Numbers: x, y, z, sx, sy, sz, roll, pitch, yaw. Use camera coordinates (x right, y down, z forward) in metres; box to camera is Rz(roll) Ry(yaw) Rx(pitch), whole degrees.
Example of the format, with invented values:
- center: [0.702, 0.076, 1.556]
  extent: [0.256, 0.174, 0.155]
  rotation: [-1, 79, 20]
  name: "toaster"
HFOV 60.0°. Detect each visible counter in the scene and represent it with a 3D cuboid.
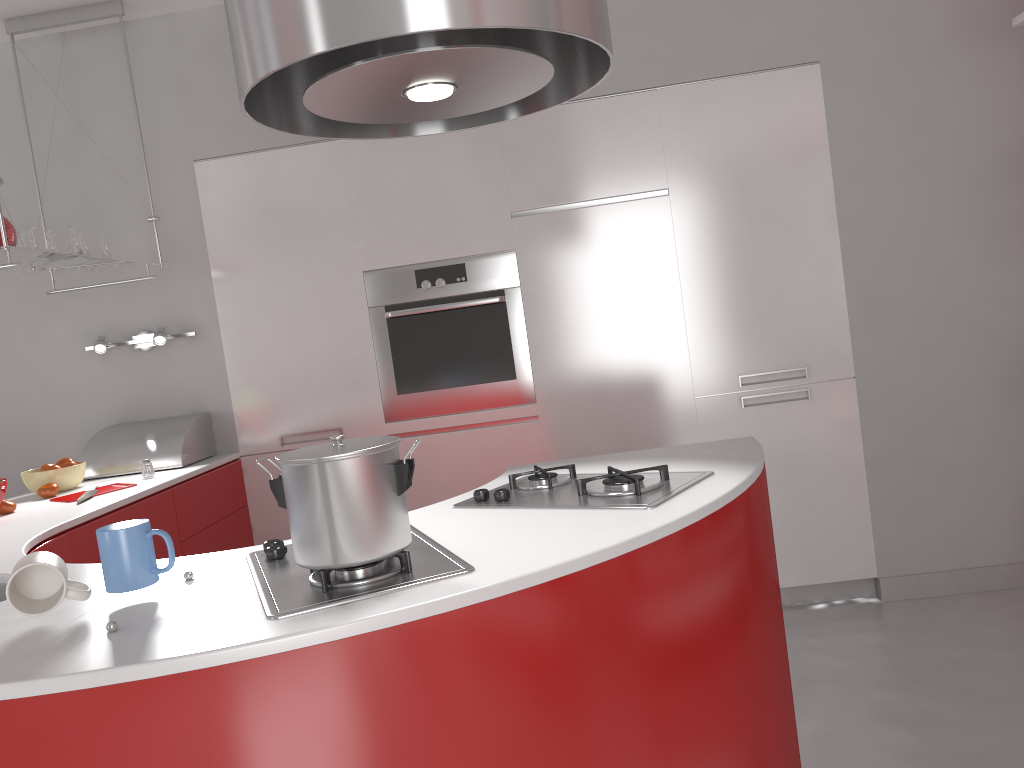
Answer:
- center: [-0.875, 0.772, 2.252]
  extent: [2.865, 0.880, 1.868]
  rotation: [-5, 5, 39]
  name: "counter"

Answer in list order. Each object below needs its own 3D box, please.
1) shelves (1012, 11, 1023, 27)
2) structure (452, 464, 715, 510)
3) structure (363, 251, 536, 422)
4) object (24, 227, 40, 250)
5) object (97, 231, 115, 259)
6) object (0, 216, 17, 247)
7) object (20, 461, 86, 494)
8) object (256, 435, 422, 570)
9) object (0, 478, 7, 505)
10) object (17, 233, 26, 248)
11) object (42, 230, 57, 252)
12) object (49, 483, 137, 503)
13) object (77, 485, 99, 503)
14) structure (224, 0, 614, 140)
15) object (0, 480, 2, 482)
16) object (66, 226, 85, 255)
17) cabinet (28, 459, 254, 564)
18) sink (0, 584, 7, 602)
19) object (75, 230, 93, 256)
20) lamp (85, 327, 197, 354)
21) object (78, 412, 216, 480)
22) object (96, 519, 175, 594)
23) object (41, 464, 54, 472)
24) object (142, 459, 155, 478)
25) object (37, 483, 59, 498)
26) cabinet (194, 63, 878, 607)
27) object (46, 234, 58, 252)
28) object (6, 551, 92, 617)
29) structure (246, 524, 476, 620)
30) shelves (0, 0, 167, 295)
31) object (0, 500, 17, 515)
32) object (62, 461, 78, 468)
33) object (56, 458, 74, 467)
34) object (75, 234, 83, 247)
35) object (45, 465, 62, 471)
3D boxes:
- center: [1.814, -0.452, 1.980]
  extent: [0.535, 2.599, 1.735]
  rotation: [-8, 4, 5]
  name: "shelves"
- center: [0.140, 0.198, 1.790]
  extent: [0.457, 0.037, 0.303]
  rotation: [-5, 5, 35]
  name: "structure"
- center: [-0.243, -0.179, 3.417]
  extent: [0.599, 0.589, 0.050]
  rotation: [-8, 4, 5]
  name: "structure"
- center: [-1.594, -0.450, 2.956]
  extent: [0.060, 0.141, 0.060]
  rotation: [-8, 4, 5]
  name: "object"
- center: [-1.480, -0.483, 3.224]
  extent: [0.060, 0.141, 0.060]
  rotation: [-8, 4, 5]
  name: "object"
- center: [-1.569, -0.491, 2.574]
  extent: [0.213, 0.266, 0.213]
  rotation: [-5, 4, 33]
  name: "object"
- center: [-1.569, 0.329, 3.048]
  extent: [0.201, 0.086, 0.201]
  rotation: [-7, 4, 6]
  name: "object"
- center: [-0.254, 0.169, 1.356]
  extent: [0.218, 0.185, 0.189]
  rotation: [-10, 4, -33]
  name: "object"
- center: [-1.514, 0.343, 2.449]
  extent: [0.228, 0.118, 0.229]
  rotation: [-10, 4, -24]
  name: "object"
- center: [-1.671, -0.444, 3.037]
  extent: [0.060, 0.141, 0.060]
  rotation: [-9, 4, -18]
  name: "object"
- center: [-1.588, -0.457, 3.055]
  extent: [0.060, 0.141, 0.060]
  rotation: [-8, 4, 5]
  name: "object"
- center: [-1.346, 0.349, 2.856]
  extent: [0.168, 0.006, 0.266]
  rotation: [-6, 4, 32]
  name: "object"
- center: [-1.334, 0.344, 2.800]
  extent: [0.041, 0.008, 0.375]
  rotation: [-9, 4, -18]
  name: "object"
- center: [-0.207, -0.976, 1.522]
  extent: [0.644, 0.958, 0.644]
  rotation: [-10, 4, -29]
  name: "structure"
- center: [-1.522, 0.290, 2.435]
  extent: [0.193, 0.182, 0.198]
  rotation: [-7, 4, 10]
  name: "object"
- center: [-1.501, -0.468, 3.043]
  extent: [0.060, 0.141, 0.060]
  rotation: [-8, 4, 5]
  name: "object"
- center: [-0.818, 0.714, 2.514]
  extent: [1.025, 0.761, 1.875]
  rotation: [-11, 5, -40]
  name: "cabinet"
- center: [-1.065, 0.506, 1.555]
  extent: [0.326, 0.172, 0.428]
  rotation: [-4, 5, 44]
  name: "sink"
- center: [-1.517, -0.472, 3.143]
  extent: [0.060, 0.141, 0.060]
  rotation: [-8, 4, 5]
  name: "object"
- center: [-1.460, -0.166, 3.446]
  extent: [0.454, 0.081, 0.155]
  rotation: [-8, 4, 5]
  name: "lamp"
- center: [-1.396, 0.233, 3.386]
  extent: [0.400, 0.170, 0.300]
  rotation: [-8, 4, 5]
  name: "object"
- center: [-0.602, 0.273, 1.427]
  extent: [0.109, 0.100, 0.080]
  rotation: [-9, 4, -22]
  name: "object"
- center: [-1.589, 0.300, 3.057]
  extent: [0.062, 0.052, 0.065]
  rotation: [-9, 4, -11]
  name: "object"
- center: [-1.265, 0.293, 3.076]
  extent: [0.042, 0.066, 0.043]
  rotation: [-7, 4, 18]
  name: "object"
- center: [-1.519, 0.351, 2.907]
  extent: [0.063, 0.047, 0.065]
  rotation: [-8, 4, 4]
  name: "object"
- center: [0.105, -0.041, 3.720]
  extent: [2.398, 2.026, 0.614]
  rotation: [-8, 4, 5]
  name: "cabinet"
- center: [-1.620, -0.458, 3.144]
  extent: [0.060, 0.141, 0.060]
  rotation: [-9, 4, -18]
  name: "object"
- center: [-0.709, 0.301, 1.358]
  extent: [0.109, 0.080, 0.100]
  rotation: [-10, 4, -25]
  name: "object"
- center: [-0.270, 0.277, 1.457]
  extent: [0.303, 0.037, 0.457]
  rotation: [-9, 4, -20]
  name: "structure"
- center: [-1.611, -0.834, 2.842]
  extent: [0.462, 1.023, 0.934]
  rotation: [-8, 4, 5]
  name: "shelves"
- center: [-1.518, 0.365, 2.651]
  extent: [0.063, 0.048, 0.064]
  rotation: [-9, 4, -17]
  name: "object"
- center: [-1.528, 0.291, 3.065]
  extent: [0.062, 0.049, 0.066]
  rotation: [-8, 4, 2]
  name: "object"
- center: [-1.568, 0.289, 3.113]
  extent: [0.066, 0.058, 0.055]
  rotation: [-9, 4, -10]
  name: "object"
- center: [-1.565, -0.471, 3.221]
  extent: [0.060, 0.141, 0.060]
  rotation: [-8, 4, 5]
  name: "object"
- center: [-1.552, 0.299, 3.004]
  extent: [0.062, 0.049, 0.066]
  rotation: [-7, 4, 13]
  name: "object"
